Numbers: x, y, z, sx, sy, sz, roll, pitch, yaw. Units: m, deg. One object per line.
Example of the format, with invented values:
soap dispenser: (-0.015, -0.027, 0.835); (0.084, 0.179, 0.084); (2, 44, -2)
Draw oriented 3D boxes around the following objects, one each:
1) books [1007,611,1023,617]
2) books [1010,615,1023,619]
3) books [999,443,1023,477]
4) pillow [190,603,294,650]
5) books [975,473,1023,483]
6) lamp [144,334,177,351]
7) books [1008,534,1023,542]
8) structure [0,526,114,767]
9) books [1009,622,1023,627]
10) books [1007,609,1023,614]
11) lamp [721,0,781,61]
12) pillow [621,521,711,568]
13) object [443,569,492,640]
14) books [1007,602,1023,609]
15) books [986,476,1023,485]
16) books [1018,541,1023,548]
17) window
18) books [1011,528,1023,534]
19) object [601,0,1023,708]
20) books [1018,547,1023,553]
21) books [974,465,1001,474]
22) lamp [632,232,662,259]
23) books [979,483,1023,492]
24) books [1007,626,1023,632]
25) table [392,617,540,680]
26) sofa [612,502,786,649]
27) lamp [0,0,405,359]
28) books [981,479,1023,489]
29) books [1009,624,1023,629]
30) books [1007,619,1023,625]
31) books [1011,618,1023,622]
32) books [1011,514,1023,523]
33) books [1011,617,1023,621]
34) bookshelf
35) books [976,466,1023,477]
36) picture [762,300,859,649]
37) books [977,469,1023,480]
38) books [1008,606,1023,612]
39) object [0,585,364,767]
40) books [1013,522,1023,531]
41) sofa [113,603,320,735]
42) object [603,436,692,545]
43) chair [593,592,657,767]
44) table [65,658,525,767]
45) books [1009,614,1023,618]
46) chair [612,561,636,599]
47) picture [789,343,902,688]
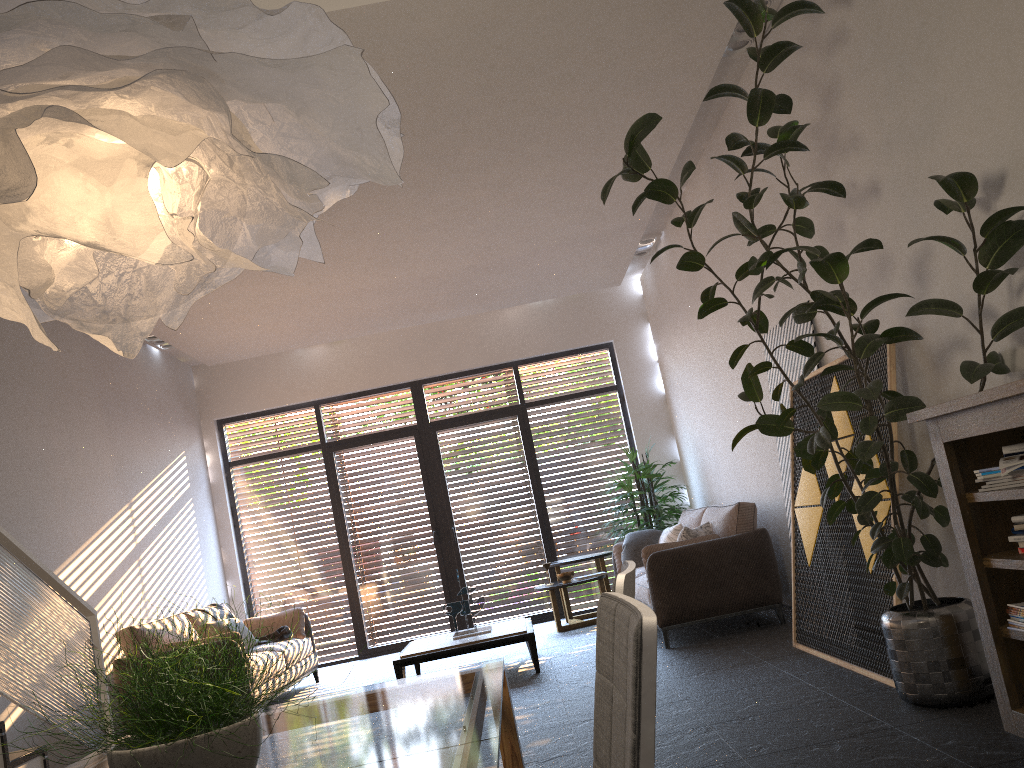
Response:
books: (1.795, 0.739, 2.883); (0.218, 0.007, 0.306); (-12, -9, 2)
books: (1.803, 0.749, 2.881); (0.218, 0.006, 0.306); (-12, -9, 3)
books: (1.793, 0.230, 2.919); (0.324, 0.108, 0.273); (-17, -11, 33)
pillow: (-2.578, 2.305, 7.895); (0.960, 0.703, 1.020); (-15, -9, 22)
books: (1.783, 0.288, 2.983); (0.252, 0.011, 0.321); (-8, -10, -20)
lamp: (-3.432, -0.439, 8.660); (0.253, 0.066, 0.650); (-11, -9, -2)
books: (1.832, 0.500, 2.974); (0.174, 0.019, 0.246); (-9, -10, -16)
structure: (-1.648, -2.741, 0.795); (4.233, 8.257, 8.520); (-11, -8, -2)
books: (1.802, 0.775, 2.886); (0.219, 0.008, 0.306); (-12, -9, 3)
books: (1.796, 0.731, 2.883); (0.218, 0.007, 0.306); (-12, -9, 2)
lamp: (1.308, -2.019, 4.949); (0.253, 0.066, 0.650); (-11, -9, -2)
pillow: (1.298, 1.394, 7.540); (0.618, 0.340, 1.907); (-11, -9, -2)
object: (-1.589, -0.725, 3.042); (0.366, 4.445, 8.950); (-13, -9, 9)
books: (1.796, 0.715, 2.883); (0.219, 0.013, 0.307); (-12, -9, 3)
books: (1.795, 0.290, 2.939); (0.252, 0.011, 0.321); (-5, -11, -34)
books: (1.837, 0.519, 2.967); (0.154, 0.022, 0.207); (-8, -10, -21)
window: (-0.816, 1.370, 10.020); (4.940, 3.010, 0.462); (-11, -6, -1)
books: (1.826, 0.481, 2.984); (0.162, 0.022, 0.233); (-11, -9, -1)
object: (1.354, -0.213, 3.824); (0.905, 3.180, 2.031); (-9, -8, -24)
books: (1.847, 0.539, 2.964); (0.158, 0.021, 0.226); (-9, -10, -16)
books: (1.787, 0.257, 2.997); (0.252, 0.011, 0.321); (-7, -10, -25)
lamp: (1.301, -1.378, 8.774); (0.253, 0.066, 0.650); (-11, -9, -2)
books: (1.784, 0.317, 2.961); (0.252, 0.011, 0.321); (-6, -11, -28)
books: (1.805, 0.789, 2.884); (0.218, 0.008, 0.307); (-11, -9, -2)
table: (-0.326, 2.127, 6.948); (1.049, 0.305, 1.124); (-11, -9, -2)
sofa: (1.459, 1.543, 7.485); (0.993, 0.913, 2.338); (-11, -9, -2)
lamp: (-1.170, -2.562, 1.786); (1.120, 5.180, 1.066); (-13, -7, 9)
books: (1.788, 0.304, 2.953); (0.252, 0.011, 0.321); (-6, -11, -32)
books: (1.803, 0.783, 2.887); (0.218, 0.007, 0.307); (-12, -9, 3)
books: (1.799, 0.768, 2.888); (0.219, 0.013, 0.307); (-12, -9, 3)
books: (1.804, 0.762, 2.888); (0.219, 0.008, 0.290); (-12, -9, 4)
books: (1.821, 0.436, 2.976); (0.154, 0.020, 0.207); (-9, -10, -16)
books: (1.804, 0.756, 2.889); (0.219, 0.008, 0.290); (-12, -9, 4)
bookshelf: (1.808, 0.475, 2.293); (0.451, 1.164, 1.933); (-11, -9, -2)
books: (1.788, 0.267, 2.987); (0.252, 0.011, 0.321); (-6, -11, -30)
picture: (1.853, 0.582, 5.589); (0.207, 2.006, 0.964); (-11, -7, -2)
books: (1.783, 0.275, 2.968); (0.252, 0.011, 0.321); (-6, -11, -30)
books: (1.799, 0.723, 2.884); (0.218, 0.007, 0.306); (-12, -9, 3)
object: (-0.527, 0.499, 1.436); (0.531, 0.365, 0.673); (-11, -9, -6)
books: (1.821, 0.458, 2.980); (0.223, 0.023, 0.147); (-19, -12, 39)
sofa: (-2.376, 2.304, 7.393); (0.993, 0.913, 2.338); (-11, -9, -2)
object: (1.412, 1.418, 9.144); (0.975, 1.712, 0.922); (-6, -9, -36)
chair: (-0.045, 0.769, 1.039); (0.601, 0.914, 0.478); (-11, -7, -1)
table: (-0.439, 1.007, 1.367); (0.997, 0.710, 1.813); (-11, -9, -2)
books: (1.798, 0.746, 2.885); (0.218, 0.008, 0.290); (-12, -9, 2)
chair: (0.047, 0.873, 1.772); (0.602, 0.914, 0.477); (-12, -7, 8)
picture: (1.764, 0.686, 4.807); (0.386, 1.595, 1.508); (-11, -8, -2)
